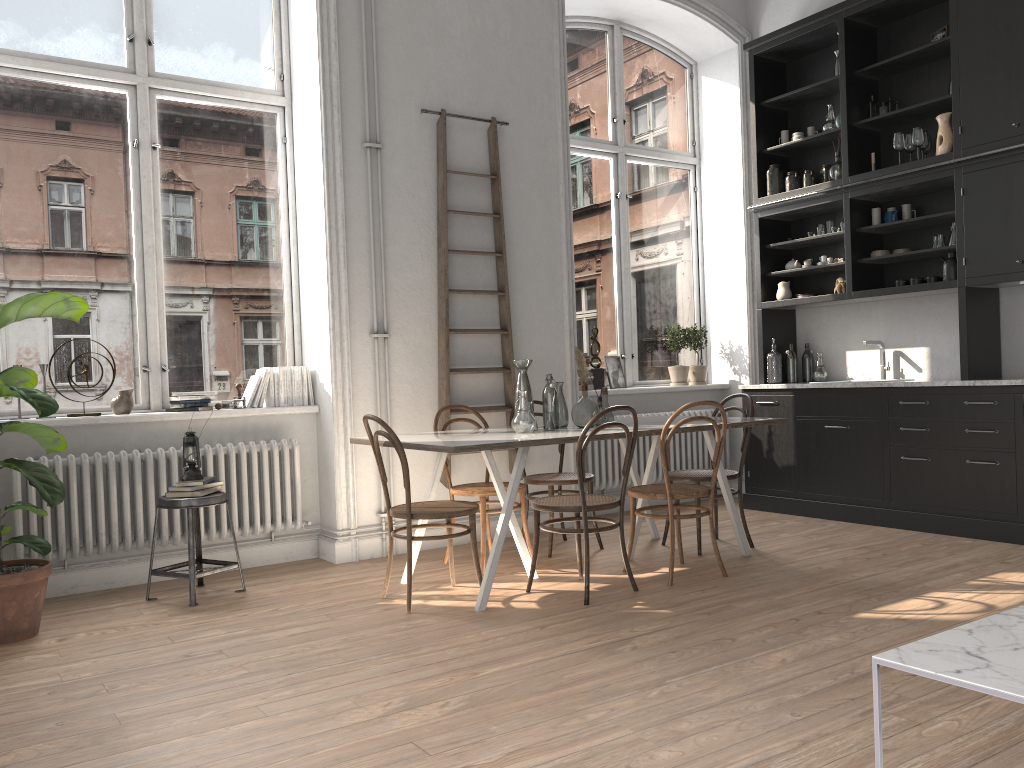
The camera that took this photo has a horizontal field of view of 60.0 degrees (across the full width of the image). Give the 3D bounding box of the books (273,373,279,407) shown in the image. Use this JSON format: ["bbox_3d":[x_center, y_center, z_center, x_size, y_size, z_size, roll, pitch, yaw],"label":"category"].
[{"bbox_3d":[-1.468,0.038,5.443,0.020,0.205,0.155,-3,1,-34],"label":"books"}]

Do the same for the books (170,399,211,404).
[{"bbox_3d":[-1.866,0.102,5.155,0.221,0.023,0.147,-2,0,-18],"label":"books"}]

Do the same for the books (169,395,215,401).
[{"bbox_3d":[-1.858,0.081,5.146,0.205,0.020,0.155,-2,0,-44],"label":"books"}]

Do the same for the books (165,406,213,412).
[{"bbox_3d":[-1.874,0.147,5.155,0.221,0.023,0.147,-2,0,15],"label":"books"}]

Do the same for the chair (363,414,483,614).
[{"bbox_3d":[-0.429,0.594,4.318,0.549,0.921,0.438,-2,1,-26],"label":"chair"}]

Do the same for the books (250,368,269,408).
[{"bbox_3d":[-1.550,0.026,5.386,0.100,0.235,0.174,-3,1,-34],"label":"books"}]

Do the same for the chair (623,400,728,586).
[{"bbox_3d":[0.854,0.544,4.644,0.438,0.921,0.549,-2,1,-23],"label":"chair"}]

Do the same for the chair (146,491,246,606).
[{"bbox_3d":[-1.643,0.834,4.595,0.360,0.523,0.364,-2,1,30],"label":"chair"}]

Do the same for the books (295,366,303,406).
[{"bbox_3d":[-1.354,0.014,5.545,0.024,0.243,0.175,-3,1,-34],"label":"books"}]

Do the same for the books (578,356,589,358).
[{"bbox_3d":[0.458,-0.199,6.724,0.205,0.020,0.155,-2,0,-34],"label":"books"}]

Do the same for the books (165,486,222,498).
[{"bbox_3d":[-1.658,0.559,4.628,0.194,0.034,0.246,-2,0,6],"label":"books"}]

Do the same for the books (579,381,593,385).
[{"bbox_3d":[0.461,-0.002,6.709,0.249,0.023,0.175,-2,0,-38],"label":"books"}]

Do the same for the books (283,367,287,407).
[{"bbox_3d":[-1.431,0.018,5.466,0.019,0.244,0.174,-3,1,-34],"label":"books"}]

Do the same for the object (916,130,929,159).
[{"bbox_3d":[2.727,-1.565,5.892,0.083,0.221,0.083,-3,1,-35],"label":"object"}]

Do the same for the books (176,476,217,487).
[{"bbox_3d":[-1.651,0.511,4.638,0.147,0.027,0.221,-2,0,-2],"label":"books"}]

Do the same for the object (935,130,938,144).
[{"bbox_3d":[2.853,-1.570,5.877,0.083,0.221,0.083,-3,1,-35],"label":"object"}]

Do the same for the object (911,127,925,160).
[{"bbox_3d":[2.661,-1.563,5.809,0.083,0.221,0.083,-2,1,13],"label":"object"}]

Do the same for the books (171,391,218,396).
[{"bbox_3d":[-1.855,0.055,5.173,0.243,0.019,0.174,-2,0,-24],"label":"books"}]

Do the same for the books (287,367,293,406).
[{"bbox_3d":[-1.409,0.017,5.507,0.024,0.243,0.175,-3,1,-34],"label":"books"}]

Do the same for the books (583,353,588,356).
[{"bbox_3d":[0.447,-0.221,6.728,0.201,0.024,0.159,-2,0,-44],"label":"books"}]

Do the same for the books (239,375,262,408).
[{"bbox_3d":[-1.584,0.047,5.369,0.105,0.194,0.155,-3,1,-35],"label":"books"}]

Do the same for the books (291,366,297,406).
[{"bbox_3d":[-1.379,0.015,5.501,0.019,0.244,0.174,-3,1,-34],"label":"books"}]

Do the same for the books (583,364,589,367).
[{"bbox_3d":[0.461,-0.136,6.724,0.205,0.022,0.155,-2,0,-39],"label":"books"}]

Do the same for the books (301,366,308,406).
[{"bbox_3d":[-1.322,0.013,5.542,0.024,0.243,0.175,-3,1,-34],"label":"books"}]

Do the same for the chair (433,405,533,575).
[{"bbox_3d":[-0.169,0.579,5.132,0.438,0.921,0.549,-3,1,-36],"label":"chair"}]

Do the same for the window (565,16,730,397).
[{"bbox_3d":[4.268,-5.939,13.164,14.382,15.937,26.400,-3,1,-34],"label":"window"}]

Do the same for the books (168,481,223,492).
[{"bbox_3d":[-1.651,0.533,4.637,0.163,0.029,0.232,-2,0,27],"label":"books"}]

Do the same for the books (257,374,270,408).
[{"bbox_3d":[-1.529,0.041,5.402,0.072,0.203,0.155,-3,1,-34],"label":"books"}]

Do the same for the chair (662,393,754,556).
[{"bbox_3d":[1.199,0.527,5.386,0.549,0.921,0.438,-2,1,-21],"label":"chair"}]

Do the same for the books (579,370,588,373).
[{"bbox_3d":[0.462,-0.091,6.725,0.205,0.022,0.155,-2,0,-20],"label":"books"}]

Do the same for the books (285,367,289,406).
[{"bbox_3d":[-1.424,0.017,5.491,0.019,0.244,0.174,-3,1,-34],"label":"books"}]

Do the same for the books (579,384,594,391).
[{"bbox_3d":[0.460,0.030,6.709,0.248,0.043,0.192,-2,0,-34],"label":"books"}]

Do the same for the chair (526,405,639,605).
[{"bbox_3d":[0.349,0.564,4.348,0.438,0.921,0.549,-3,1,-38],"label":"chair"}]

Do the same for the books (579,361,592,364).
[{"bbox_3d":[0.455,-0.156,6.722,0.243,0.019,0.174,-2,0,-34],"label":"books"}]

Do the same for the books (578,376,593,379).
[{"bbox_3d":[0.459,-0.045,6.726,0.255,0.014,0.192,-2,0,-31],"label":"books"}]

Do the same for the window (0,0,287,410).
[{"bbox_3d":[-2.153,-1.301,5.194,1.622,2.843,0.013,-3,1,-34],"label":"window"}]

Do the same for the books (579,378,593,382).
[{"bbox_3d":[0.460,-0.026,6.708,0.249,0.023,0.175,-2,0,-33],"label":"books"}]

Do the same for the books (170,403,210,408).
[{"bbox_3d":[-1.868,0.124,5.155,0.205,0.022,0.155,-2,0,-14],"label":"books"}]

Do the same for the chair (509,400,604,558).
[{"bbox_3d":[0.262,0.561,5.517,0.438,0.921,0.549,-3,1,-27],"label":"chair"}]

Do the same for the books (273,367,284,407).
[{"bbox_3d":[-1.444,0.018,5.446,0.024,0.243,0.175,-3,1,-34],"label":"books"}]

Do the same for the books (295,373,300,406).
[{"bbox_3d":[-1.361,0.034,5.515,0.020,0.205,0.155,-3,1,-34],"label":"books"}]

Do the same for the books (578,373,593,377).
[{"bbox_3d":[0.457,-0.066,6.727,0.245,0.028,0.193,-2,0,-39],"label":"books"}]

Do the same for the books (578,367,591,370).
[{"bbox_3d":[0.461,-0.114,6.731,0.222,0.024,0.158,-2,0,-34],"label":"books"}]

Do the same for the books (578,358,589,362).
[{"bbox_3d":[0.447,-0.177,6.717,0.231,0.023,0.162,-2,0,-18],"label":"books"}]

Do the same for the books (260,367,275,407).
[{"bbox_3d":[-1.502,0.020,5.445,0.024,0.243,0.175,-3,1,-34],"label":"books"}]

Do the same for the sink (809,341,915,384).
[{"bbox_3d":[2.479,-0.052,6.259,0.514,0.505,0.526,-3,1,-34],"label":"sink"}]

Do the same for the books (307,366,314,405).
[{"bbox_3d":[-1.295,0.012,5.558,0.040,0.244,0.174,-3,1,-34],"label":"books"}]
